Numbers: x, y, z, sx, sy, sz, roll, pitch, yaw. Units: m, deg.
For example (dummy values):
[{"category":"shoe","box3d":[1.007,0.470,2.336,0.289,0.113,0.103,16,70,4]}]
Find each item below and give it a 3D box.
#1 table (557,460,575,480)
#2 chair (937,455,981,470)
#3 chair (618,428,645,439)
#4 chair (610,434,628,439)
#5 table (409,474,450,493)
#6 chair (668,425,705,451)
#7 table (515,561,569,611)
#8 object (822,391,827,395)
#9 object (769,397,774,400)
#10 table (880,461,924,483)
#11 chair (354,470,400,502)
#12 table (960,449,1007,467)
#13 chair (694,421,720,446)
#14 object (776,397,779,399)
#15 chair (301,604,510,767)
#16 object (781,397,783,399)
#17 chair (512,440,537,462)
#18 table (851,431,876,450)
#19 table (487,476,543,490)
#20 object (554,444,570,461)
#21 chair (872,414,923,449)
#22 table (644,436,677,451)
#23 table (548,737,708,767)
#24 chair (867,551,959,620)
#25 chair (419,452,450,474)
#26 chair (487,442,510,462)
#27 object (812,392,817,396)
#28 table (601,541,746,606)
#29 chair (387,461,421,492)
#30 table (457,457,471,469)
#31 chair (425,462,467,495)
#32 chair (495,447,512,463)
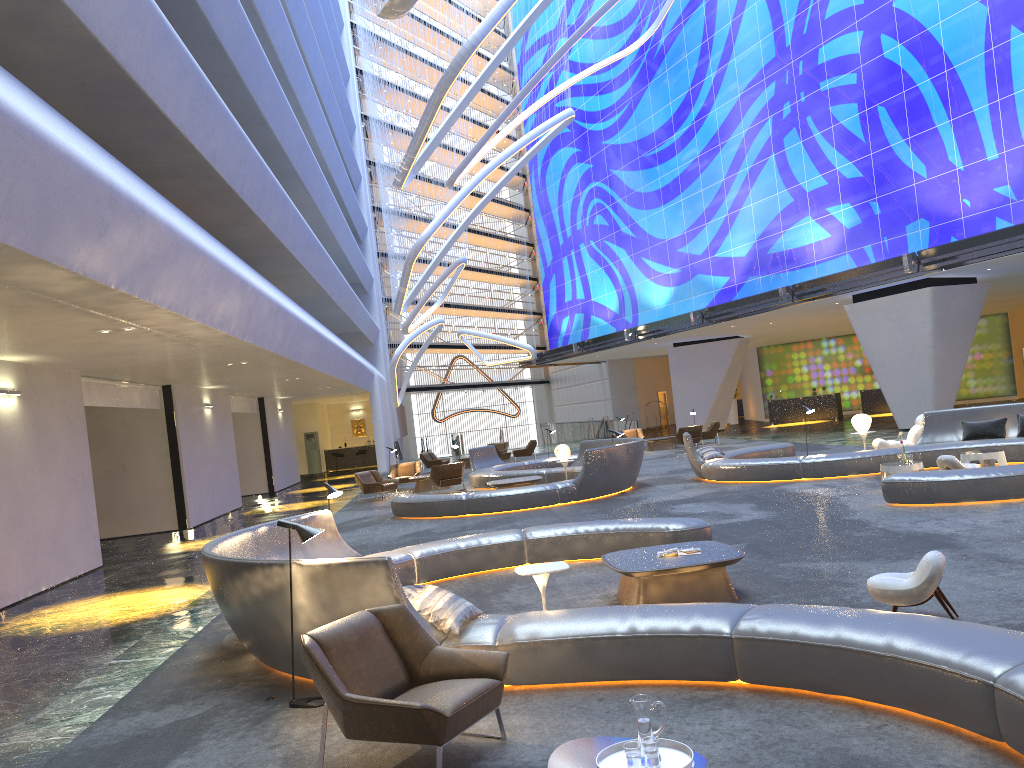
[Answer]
[{"category":"table","box3d":[1.251,2.061,20.333,0.418,0.595,0.428,-7,-1,-5]},{"category":"chair","box3d":[7.004,1.235,13.435,1.781,0.501,0.587,-5,-2,-41]},{"category":"chair","box3d":[4.285,2.020,31.801,0.929,0.766,0.939,-7,-1,1]},{"category":"chair","box3d":[3.827,1.991,29.307,0.940,0.766,0.928,-7,-1,29]},{"category":"table","box3d":[-2.218,2.709,24.358,1.202,0.392,1.204,-6,-2,-5]},{"category":"chair","box3d":[5.704,1.756,28.769,0.928,0.766,0.940,-6,-1,-21]},{"category":"table","box3d":[0.263,1.736,6.969,0.417,0.595,0.428,-7,-1,-8]},{"category":"object","box3d":[13.535,0.379,38.393,0.150,0.145,0.150,-7,-1,29]},{"category":"object","box3d":[11.592,0.641,39.589,0.149,0.150,0.149,-7,-1,30]},{"category":"table","box3d":[5.865,1.415,13.463,0.672,0.406,0.672,-5,-2,-42]},{"category":"chair","box3d":[-3.529,2.638,23.090,0.940,0.766,0.928,-7,-1,29]},{"category":"table","box3d":[7.320,1.259,13.856,0.674,0.406,0.670,-7,-1,15]},{"category":"chair","box3d":[6.612,1.699,30.223,0.939,0.766,0.929,-7,-1,4]},{"category":"object","box3d":[11.806,0.632,39.464,0.108,0.108,0.111,-7,-1,30]},{"category":"chair","box3d":[-0.592,1.701,4.924,0.940,0.766,0.928,-7,-1,29]},{"category":"object","box3d":[11.979,0.628,39.362,0.072,0.070,0.073,-7,-1,30]},{"category":"chair","box3d":[0.479,2.498,32.945,0.938,0.766,0.930,-7,-1,-3]},{"category":"table","box3d":[7.295,1.297,18.345,0.417,0.595,0.428,-6,-1,-30]},{"category":"table","box3d":[0.080,2.274,19.196,1.202,0.392,1.204,-6,-2,-4]},{"category":"object","box3d":[1.156,1.577,20.300,0.367,0.387,0.318,-7,-1,3]},{"category":"chair","box3d":[7.781,1.089,17.554,1.158,0.882,0.728,-7,-1,15]},{"category":"table","box3d":[5.138,2.062,30.574,1.202,0.392,1.204,-6,-2,-4]},{"category":"table","box3d":[0.482,1.713,3.583,0.670,0.406,0.674,-6,-1,-8]},{"category":"chair","box3d":[2.906,1.480,6.466,0.587,0.501,0.490,-7,-1,30]},{"category":"chair","box3d":[-2.828,2.868,32.550,0.940,0.766,0.928,-7,-1,20]},{"category":"chair","box3d":[-0.604,2.667,34.273,0.931,0.766,0.938,-7,-1,22]},{"category":"object","box3d":[13.175,0.426,38.581,0.150,0.145,0.150,-7,-1,29]},{"category":"table","box3d":[1.460,1.748,8.051,1.202,0.392,1.204,-6,-2,-4]},{"category":"chair","box3d":[-3.071,2.667,25.585,0.929,0.766,0.939,-7,-1,1]},{"category":"table","box3d":[-1.388,2.896,32.957,1.204,0.392,1.202,-7,-2,13]},{"category":"chair","box3d":[-1.652,2.403,22.553,0.928,0.766,0.940,-6,-1,-21]},{"category":"chair","box3d":[-0.622,2.572,31.322,0.937,0.766,0.931,-6,-1,-43]}]
